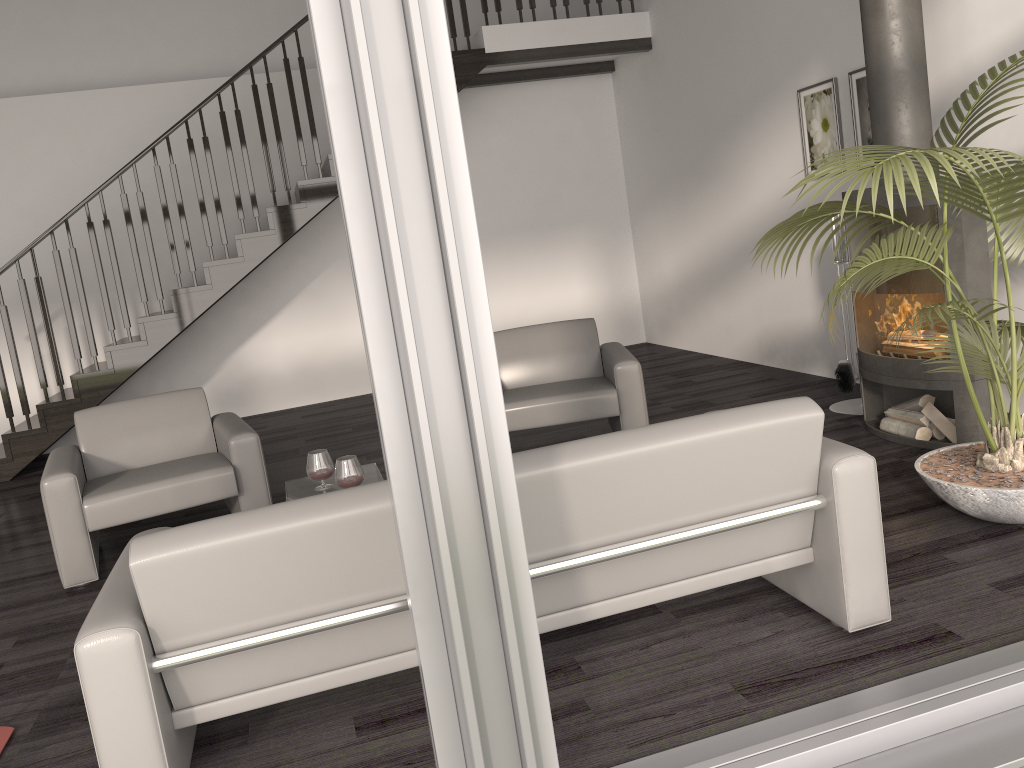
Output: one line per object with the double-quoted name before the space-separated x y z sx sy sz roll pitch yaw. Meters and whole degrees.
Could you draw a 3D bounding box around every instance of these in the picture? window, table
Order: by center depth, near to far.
"window" -1.805 -0.410 1.201 9.760 3.455 0.386 -11 8 -14
"table" -0.697 0.601 3.653 0.401 0.340 0.683 -11 9 -14

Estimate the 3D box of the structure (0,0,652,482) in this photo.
"structure" -1.454 -1.858 7.627 6.352 4.075 1.003 -11 8 -14

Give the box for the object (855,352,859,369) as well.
"object" 1.984 -0.447 4.968 0.145 1.047 0.075 -3 9 37

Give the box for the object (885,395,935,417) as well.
"object" 2.022 0.132 4.497 0.104 0.191 0.307 -10 9 -12

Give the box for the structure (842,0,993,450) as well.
"structure" 2.204 -1.121 4.307 1.118 2.661 0.821 -10 8 -14

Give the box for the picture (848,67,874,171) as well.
"picture" 2.098 -1.543 5.109 0.026 0.575 0.395 -10 8 -13

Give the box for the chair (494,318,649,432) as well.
"chair" 0.232 0.047 5.035 0.963 0.714 0.915 -8 9 1

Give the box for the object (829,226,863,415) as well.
"object" 1.963 -0.421 5.050 0.400 1.120 0.403 -3 9 35

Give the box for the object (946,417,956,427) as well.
"object" 2.098 0.192 4.405 0.085 0.083 0.277 -10 9 -12

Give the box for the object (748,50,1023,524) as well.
"object" 1.602 -0.336 3.233 2.124 1.658 1.723 -11 9 -19

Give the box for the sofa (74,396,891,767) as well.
"sofa" -0.072 0.491 2.660 2.118 0.714 0.905 -11 9 -14

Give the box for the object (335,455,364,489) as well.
"object" -0.640 0.366 3.490 0.116 0.155 0.116 -12 9 -23

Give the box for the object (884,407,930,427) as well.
"object" 1.961 0.167 4.391 0.073 0.067 0.259 -11 10 -14

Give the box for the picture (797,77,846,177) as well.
"picture" 1.961 -1.610 5.625 0.026 0.575 0.395 -10 8 -13

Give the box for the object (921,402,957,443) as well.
"object" 2.049 0.184 4.179 0.072 0.185 0.255 -10 9 -12

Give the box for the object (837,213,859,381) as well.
"object" 1.920 -0.500 5.128 0.042 0.978 0.116 -14 9 -38

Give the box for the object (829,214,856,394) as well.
"object" 1.840 -0.446 4.995 0.078 1.015 0.168 -3 9 37

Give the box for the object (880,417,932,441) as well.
"object" 1.934 0.223 4.361 0.092 0.081 0.268 -10 9 -12

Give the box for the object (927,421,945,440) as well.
"object" 2.023 0.208 4.371 0.085 0.085 0.267 -10 9 -12

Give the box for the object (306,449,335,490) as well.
"object" -0.796 0.356 3.687 0.116 0.155 0.116 -9 8 -5

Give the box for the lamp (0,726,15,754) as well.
"lamp" -1.732 0.216 2.489 0.354 1.779 0.366 -10 8 -14

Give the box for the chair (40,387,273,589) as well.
"chair" -1.756 0.453 4.380 0.966 0.714 0.912 -12 9 -24
